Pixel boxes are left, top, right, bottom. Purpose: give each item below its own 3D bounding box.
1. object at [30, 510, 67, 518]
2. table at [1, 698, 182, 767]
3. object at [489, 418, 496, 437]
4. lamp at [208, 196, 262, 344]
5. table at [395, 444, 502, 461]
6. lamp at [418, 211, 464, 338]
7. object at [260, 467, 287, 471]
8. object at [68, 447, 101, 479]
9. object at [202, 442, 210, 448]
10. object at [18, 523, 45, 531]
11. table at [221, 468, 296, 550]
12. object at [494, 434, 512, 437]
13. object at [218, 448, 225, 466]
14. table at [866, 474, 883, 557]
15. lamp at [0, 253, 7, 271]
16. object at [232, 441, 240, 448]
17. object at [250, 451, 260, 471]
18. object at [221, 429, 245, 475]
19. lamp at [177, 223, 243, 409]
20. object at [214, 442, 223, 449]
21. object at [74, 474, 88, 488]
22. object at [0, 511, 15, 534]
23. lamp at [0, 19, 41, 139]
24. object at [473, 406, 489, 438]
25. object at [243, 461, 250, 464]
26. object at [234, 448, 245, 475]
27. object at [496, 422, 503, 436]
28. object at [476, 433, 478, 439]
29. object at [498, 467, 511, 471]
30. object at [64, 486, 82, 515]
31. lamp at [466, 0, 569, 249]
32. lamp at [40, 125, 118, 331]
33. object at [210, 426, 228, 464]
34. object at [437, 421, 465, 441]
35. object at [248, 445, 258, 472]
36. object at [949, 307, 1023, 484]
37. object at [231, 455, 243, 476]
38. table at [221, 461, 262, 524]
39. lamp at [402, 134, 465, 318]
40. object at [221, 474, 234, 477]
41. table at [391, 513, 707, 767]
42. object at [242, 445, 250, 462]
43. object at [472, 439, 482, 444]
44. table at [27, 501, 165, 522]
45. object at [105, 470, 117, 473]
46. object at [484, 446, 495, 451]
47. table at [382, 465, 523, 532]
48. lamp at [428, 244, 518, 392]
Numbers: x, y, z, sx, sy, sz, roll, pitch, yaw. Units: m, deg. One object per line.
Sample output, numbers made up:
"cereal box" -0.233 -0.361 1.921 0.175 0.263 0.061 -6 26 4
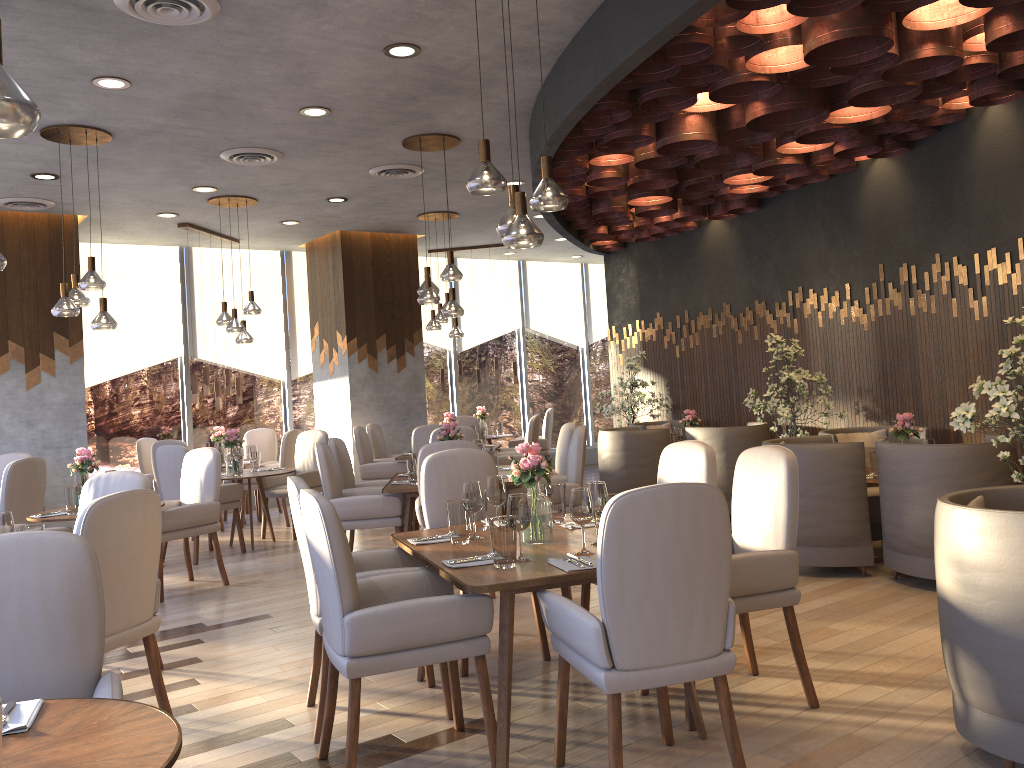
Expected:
"object" -2.972 0.840 5.755 0.157 0.019 0.255 -4 0 37
"table" -1.023 1.049 1.597 0.834 0.663 0.832 -3 -1 -34
"object" -0.257 0.574 11.806 0.092 0.245 0.092 -5 -3 45
"lamp" -2.561 -1.043 8.233 0.439 1.328 0.438 -3 -2 -29
"table" -0.625 1.043 9.430 0.964 0.666 1.306 -4 -1 5
"lamp" -0.755 -1.152 9.531 0.439 1.328 0.439 -5 -2 39
"object" -2.269 0.803 8.368 0.157 0.019 0.255 -4 0 29
"object" -2.890 0.637 6.008 0.210 0.416 0.198 -4 -2 26
"object" -3.309 0.758 9.590 0.092 0.245 0.092 -5 -2 31
"object" -2.065 0.698 3.816 0.102 0.178 0.102 -4 -2 15
"table" -2.398 1.152 8.143 0.833 0.663 0.834 -4 -1 28
"object" -0.117 0.678 11.703 0.255 0.019 0.157 -4 0 2
"object" -3.083 0.776 9.383 0.102 0.178 0.102 -5 -2 34
"table" 2.614 0.884 5.826 0.833 0.562 0.833 -4 -1 7
"lamp" -2.437 -1.063 3.816 0.439 1.328 0.438 -2 -3 -43
"object" -3.015 0.740 9.666 0.092 0.245 0.092 -4 -2 13
"object" -2.436 0.734 8.405 0.102 0.178 0.102 -2 -2 -44
"object" -2.581 0.624 8.196 0.210 0.416 0.198 -4 -2 11
"lamp" -3.243 -0.695 9.671 0.118 1.933 1.160 -4 -2 9
"object" -3.137 0.747 9.480 0.092 0.245 0.092 -5 -2 28
"object" -2.822 0.718 5.812 0.092 0.245 0.092 -5 -2 40
"object" -2.171 0.672 3.783 0.092 0.245 0.092 -4 -2 -1
"lamp" -1.163 -1.148 1.682 0.439 1.328 0.438 -2 -2 -37
"object" -0.392 0.497 11.653 0.210 0.416 0.198 -5 -2 31
"object" -2.890 0.845 9.546 0.255 0.019 0.157 -4 0 10
"object" -2.472 0.702 8.044 0.092 0.245 0.092 -2 -2 -42
"object" -0.165 0.602 11.866 0.102 0.178 0.102 -5 -2 39
"object" -0.399 0.606 9.263 0.102 0.178 0.102 -5 -2 44
"object" -0.121 0.662 6.902 0.255 0.019 0.157 -4 0 -2
"object" -2.821 0.750 5.702 0.102 0.178 0.102 -4 -2 3
"lamp" -0.004 -1.215 3.719 0.439 1.328 0.439 -4 -2 3
"lamp" -2.909 -1.028 5.980 0.439 1.328 0.438 -2 -2 -34
"object" -3.176 0.665 9.657 0.210 0.416 0.197 -3 -2 -24
"object" -0.459 0.487 6.635 0.210 0.416 0.198 -4 -2 11
"object" -2.424 0.700 8.298 0.092 0.245 0.092 -4 -2 10
"object" 2.582 0.353 4.352 0.745 1.618 0.788 -5 -2 30
"object" -2.454 0.733 7.935 0.102 0.178 0.102 -5 -2 34
"table" -3.131 1.202 9.610 0.834 0.663 0.833 -3 -1 -16
"lamp" -0.572 -1.171 6.694 0.439 1.328 0.438 -2 -2 -31
"object" -2.612 0.823 7.963 0.157 0.019 0.255 -4 0 28
"table" 0.116 0.981 3.630 0.965 0.666 1.305 -3 -1 -19
"object" -2.915 0.767 9.714 0.102 0.178 0.102 -3 -2 -33
"object" -0.268 0.559 6.995 0.092 0.245 0.092 -5 -2 40
"table" -2.743 1.167 5.903 0.833 0.663 0.833 -4 -1 14
"object" -2.735 0.713 6.055 0.092 0.245 0.092 -4 -2 19
"object" -0.181 0.586 7.062 0.102 0.178 0.102 -2 -2 -36
"table" -0.410 1.022 6.615 0.965 0.666 1.306 -4 -1 -3
"lamp" -0.483 -0.861 11.790 1.160 1.933 0.118 -4 -2 9
